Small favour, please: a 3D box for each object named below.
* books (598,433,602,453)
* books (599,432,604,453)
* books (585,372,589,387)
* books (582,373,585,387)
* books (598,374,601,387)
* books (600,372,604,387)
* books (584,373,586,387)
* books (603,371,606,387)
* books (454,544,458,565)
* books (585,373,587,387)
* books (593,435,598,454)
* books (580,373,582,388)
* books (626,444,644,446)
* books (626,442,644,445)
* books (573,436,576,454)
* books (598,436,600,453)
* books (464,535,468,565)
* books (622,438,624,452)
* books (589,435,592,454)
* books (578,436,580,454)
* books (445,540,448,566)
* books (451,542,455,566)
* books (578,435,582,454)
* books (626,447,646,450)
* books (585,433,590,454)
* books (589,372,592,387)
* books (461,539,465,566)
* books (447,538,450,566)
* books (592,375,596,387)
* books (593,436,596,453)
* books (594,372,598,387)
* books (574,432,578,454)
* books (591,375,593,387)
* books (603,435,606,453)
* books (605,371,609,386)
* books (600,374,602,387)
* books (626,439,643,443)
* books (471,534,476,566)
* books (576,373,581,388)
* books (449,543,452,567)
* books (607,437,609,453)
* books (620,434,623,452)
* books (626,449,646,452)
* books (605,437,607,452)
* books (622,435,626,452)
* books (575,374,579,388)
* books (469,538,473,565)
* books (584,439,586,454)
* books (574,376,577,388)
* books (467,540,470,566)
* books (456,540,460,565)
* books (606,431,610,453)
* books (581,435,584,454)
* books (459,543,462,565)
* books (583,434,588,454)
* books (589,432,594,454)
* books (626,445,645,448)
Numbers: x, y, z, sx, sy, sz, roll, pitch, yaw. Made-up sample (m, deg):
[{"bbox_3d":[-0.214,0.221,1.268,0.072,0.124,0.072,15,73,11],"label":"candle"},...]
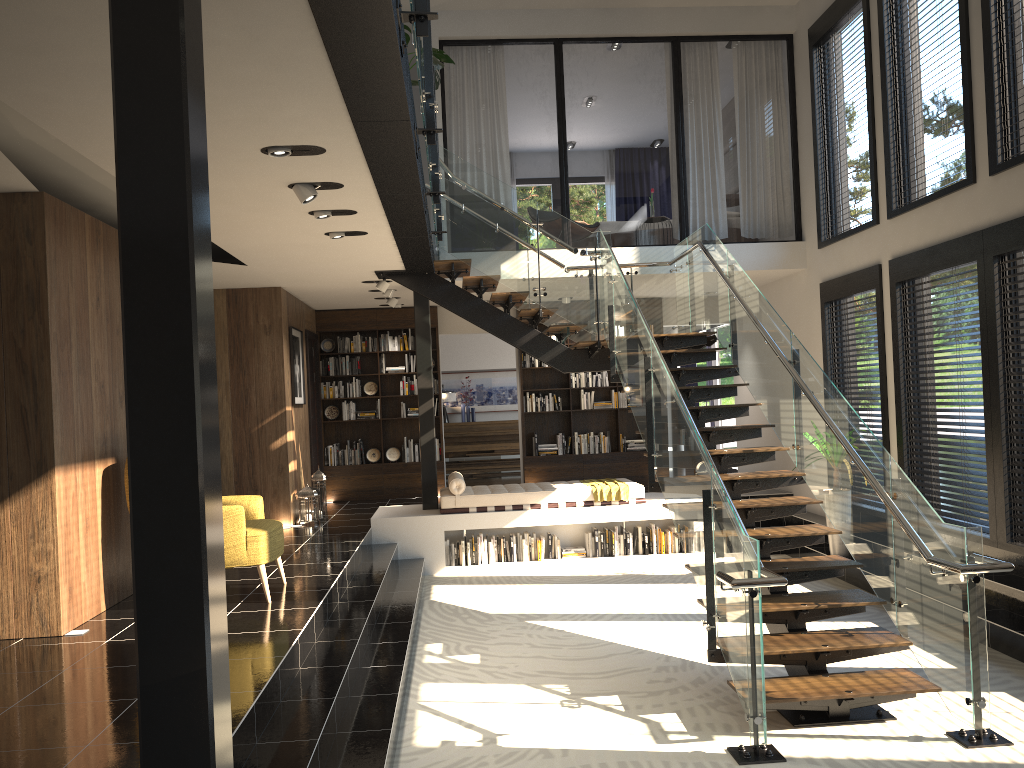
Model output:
[{"bbox_3d":[1.260,0.850,12.721,0.028,0.280,0.154,-3,-1,-4],"label":"books"},{"bbox_3d":[1.286,0.841,12.728,0.025,0.294,0.177,-3,-1,-4],"label":"books"},{"bbox_3d":[1.083,-0.075,12.735,0.030,0.244,0.142,-3,-1,-4],"label":"books"},{"bbox_3d":[1.008,-0.079,12.725,0.028,0.258,0.208,-3,-1,-4],"label":"books"},{"bbox_3d":[1.242,-0.049,12.742,0.027,0.179,0.164,-3,-1,-4],"label":"books"},{"bbox_3d":[1.290,-0.065,12.782,0.030,0.208,0.119,-3,-1,-4],"label":"books"},{"bbox_3d":[1.035,-0.051,12.748,0.026,0.201,0.146,-3,-1,-4],"label":"books"},{"bbox_3d":[1.318,-0.073,12.764,0.024,0.220,0.148,-3,-1,-4],"label":"books"},{"bbox_3d":[-0.621,1.887,9.799,0.029,0.211,0.130,-3,-1,-4],"label":"books"},{"bbox_3d":[1.058,-0.054,12.747,0.020,0.206,0.147,-3,-1,-4],"label":"books"},{"bbox_3d":[1.201,0.865,12.721,0.034,0.255,0.194,-3,-1,-4],"label":"books"},{"bbox_3d":[0.981,-0.068,12.729,0.027,0.239,0.153,-3,-1,-4],"label":"books"},{"bbox_3d":[1.775,0.874,12.763,0.263,0.024,0.167,-2,-1,-9],"label":"books"},{"bbox_3d":[1.773,0.850,12.775,0.251,0.026,0.148,-2,-1,-8],"label":"books"},{"bbox_3d":[0.884,0.875,12.722,0.026,0.263,0.156,-3,-1,-4],"label":"books"},{"bbox_3d":[1.232,0.866,12.725,0.029,0.250,0.142,-3,-1,-4],"label":"books"},{"bbox_3d":[-0.510,1.831,9.800,0.029,0.314,0.163,-3,0,-4],"label":"books"},{"bbox_3d":[1.586,0.876,12.745,0.025,0.199,0.149,-3,-1,-4],"label":"books"},{"bbox_3d":[1.118,0.868,12.702,0.025,0.255,0.202,-3,-1,-4],"label":"books"},{"bbox_3d":[0.948,0.872,12.702,0.030,0.262,0.173,-3,-1,-4],"label":"books"},{"bbox_3d":[-0.725,1.862,9.792,0.025,0.270,0.156,-3,-1,-4],"label":"books"},{"bbox_3d":[-0.648,1.873,9.770,0.027,0.241,0.150,-3,-1,-4],"label":"books"},{"bbox_3d":[0.973,0.865,12.722,0.025,0.274,0.150,-3,-1,-4],"label":"books"},{"bbox_3d":[1.777,0.927,12.765,0.286,0.030,0.176,-2,-1,-5],"label":"books"},{"bbox_3d":[1.087,0.848,12.724,0.032,0.298,0.169,-3,-1,-4],"label":"books"},{"bbox_3d":[1.114,-0.070,12.725,0.028,0.231,0.167,-3,-1,-4],"label":"books"},{"bbox_3d":[-0.539,1.852,9.771,0.035,0.273,0.200,-3,-1,-4],"label":"books"},{"bbox_3d":[-0.700,1.853,9.778,0.024,0.286,0.130,-3,0,-4],"label":"books"},{"bbox_3d":[1.172,-0.042,12.752,0.047,0.171,0.167,-2,-1,-4],"label":"books"},{"bbox_3d":[1.174,0.870,12.712,0.023,0.246,0.149,-3,-1,-4],"label":"books"},{"bbox_3d":[1.210,-0.090,12.746,0.032,0.265,0.149,-3,-1,-4],"label":"books"},{"bbox_3d":[0.915,0.848,12.690,0.035,0.312,0.160,-3,0,-4],"label":"books"},{"bbox_3d":[1.138,-0.043,12.748,0.021,0.176,0.161,-3,-1,-4],"label":"books"},{"bbox_3d":[1.314,0.862,12.717,0.028,0.250,0.162,-3,-1,-4],"label":"books"},{"bbox_3d":[1.353,-0.074,12.769,0.046,0.219,0.145,-3,-1,-4],"label":"books"},{"bbox_3d":[1.266,-0.054,12.753,0.024,0.187,0.148,-3,-1,-4],"label":"books"},{"bbox_3d":[1.773,0.822,12.760,0.288,0.030,0.175,-3,-1,0],"label":"books"},{"bbox_3d":[-0.425,1.823,9.774,0.030,0.322,0.203,-3,-1,-4],"label":"books"},{"bbox_3d":[0.955,-0.061,12.719,0.027,0.228,0.208,-3,-1,-4],"label":"books"},{"bbox_3d":[-0.673,1.880,9.765,0.024,0.229,0.171,-3,-1,-4],"label":"books"},{"bbox_3d":[1.366,0.872,12.740,0.026,0.227,0.129,-3,-1,-4],"label":"books"},{"bbox_3d":[1.560,0.845,12.757,0.024,0.264,0.174,-3,-1,-4],"label":"books"},{"bbox_3d":[1.778,0.955,12.773,0.273,0.025,0.156,-2,-1,-6],"label":"books"},{"bbox_3d":[1.340,0.876,12.739,0.026,0.221,0.145,-3,-1,-4],"label":"books"},{"bbox_3d":[1.612,0.856,12.739,0.026,0.238,0.159,-3,-1,-4],"label":"books"},{"bbox_3d":[0.930,-0.045,12.725,0.024,0.197,0.175,-3,-1,-4],"label":"books"},{"bbox_3d":[-0.454,1.846,9.800,0.028,0.279,0.120,-3,0,-4],"label":"books"},{"bbox_3d":[1.030,0.892,12.711,0.025,0.214,0.170,-3,-1,-4],"label":"books"},{"bbox_3d":[0.905,-0.026,12.737,0.027,0.162,0.125,-3,-1,-4],"label":"books"},{"bbox_3d":[-0.478,1.859,9.766,0.027,0.254,0.204,-3,-1,-4],"label":"books"},{"bbox_3d":[-0.593,1.864,9.804,0.030,0.256,0.145,-3,-1,-4],"label":"books"},{"bbox_3d":[1.387,0.831,12.752,0.022,0.307,0.131,-3,0,-4],"label":"books"},{"bbox_3d":[1.002,0.863,12.698,0.030,0.276,0.160,-3,-1,-4],"label":"books"},{"bbox_3d":[-0.567,1.878,9.799,0.020,0.225,0.156,-3,-1,-4],"label":"books"},{"bbox_3d":[1.056,0.858,12.723,0.031,0.280,0.141,-3,0,-4],"label":"books"},{"bbox_3d":[1.144,0.842,12.723,0.032,0.306,0.155,-3,0,-4],"label":"books"},{"bbox_3d":[1.775,0.899,12.776,0.250,0.026,0.148,-2,-1,-7],"label":"books"}]
